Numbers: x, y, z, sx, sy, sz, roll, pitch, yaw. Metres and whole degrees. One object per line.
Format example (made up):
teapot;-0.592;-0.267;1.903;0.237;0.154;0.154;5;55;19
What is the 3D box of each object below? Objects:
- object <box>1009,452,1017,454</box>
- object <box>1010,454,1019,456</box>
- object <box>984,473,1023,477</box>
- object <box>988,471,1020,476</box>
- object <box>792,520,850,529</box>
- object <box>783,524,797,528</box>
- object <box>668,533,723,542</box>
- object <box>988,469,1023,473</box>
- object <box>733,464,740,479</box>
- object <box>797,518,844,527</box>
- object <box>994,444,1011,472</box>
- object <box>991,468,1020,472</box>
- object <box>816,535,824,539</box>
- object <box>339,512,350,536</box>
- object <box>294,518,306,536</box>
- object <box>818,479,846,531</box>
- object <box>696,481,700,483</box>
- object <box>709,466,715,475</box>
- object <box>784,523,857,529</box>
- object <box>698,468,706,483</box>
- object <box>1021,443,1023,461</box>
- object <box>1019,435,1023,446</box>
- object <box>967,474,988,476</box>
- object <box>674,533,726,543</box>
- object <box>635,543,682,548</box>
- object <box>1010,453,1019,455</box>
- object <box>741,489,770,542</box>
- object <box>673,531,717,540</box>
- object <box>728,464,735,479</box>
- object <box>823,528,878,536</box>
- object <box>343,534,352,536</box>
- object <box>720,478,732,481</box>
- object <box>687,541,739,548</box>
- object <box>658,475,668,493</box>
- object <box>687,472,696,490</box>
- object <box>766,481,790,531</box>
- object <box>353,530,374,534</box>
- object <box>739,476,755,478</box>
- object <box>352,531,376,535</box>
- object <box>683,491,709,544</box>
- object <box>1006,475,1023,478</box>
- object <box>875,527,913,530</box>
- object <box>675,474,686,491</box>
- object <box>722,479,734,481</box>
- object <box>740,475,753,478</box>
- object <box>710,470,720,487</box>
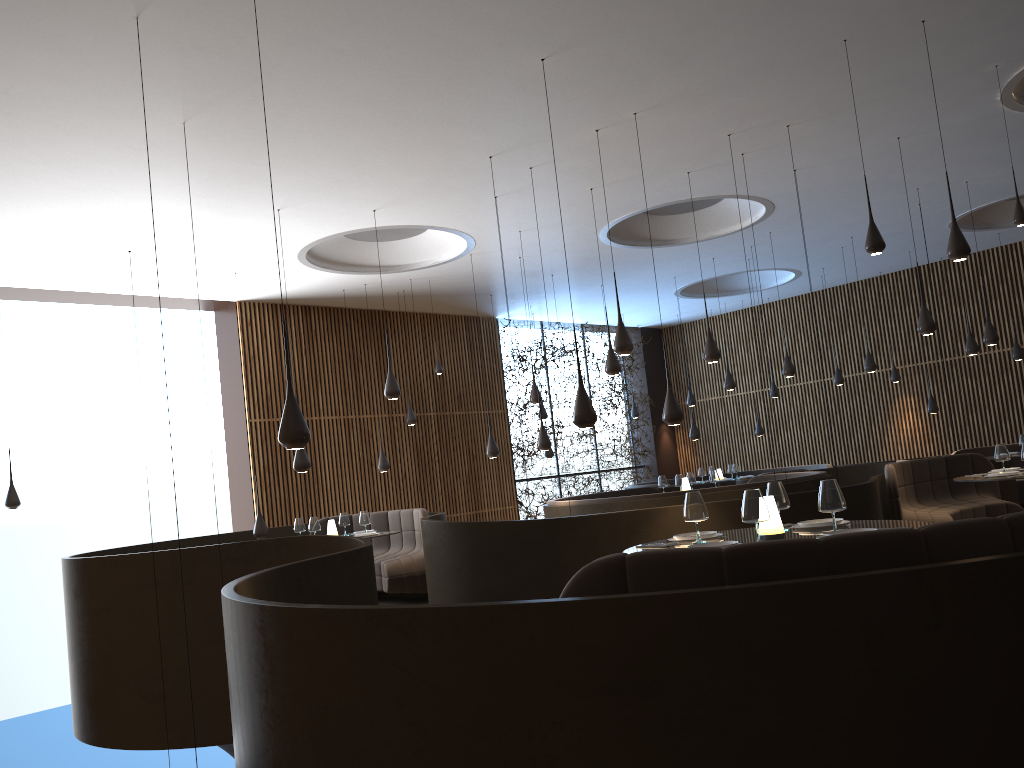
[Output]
object;7.759;1.091;13.867;0.263;0.029;0.264;-2;-8;-38
object;7.624;1.094;13.596;0.262;0.017;0.126;-9;-7;23
object;4.629;0.859;8.342;0.331;0.014;0.333;-1;-8;-43
object;4.628;0.849;8.342;0.263;0.029;0.264;-1;-8;-40
object;1.846;0.843;5.300;0.331;0.014;0.332;0;-8;-44
object;1.694;0.895;5.557;0.262;0.017;0.127;-2;-7;-35
object;1.111;0.932;5.370;0.331;0.014;0.333;-2;-7;-36
object;5.011;0.885;8.989;0.331;0.014;0.333;-5;-6;-10
object;4.451;1.728;17.581;0.142;0.295;0.142;-6;-5;-1
object;1.845;0.833;5.301;0.264;0.029;0.263;-11;-7;36
object;4.871;0.743;8.803;0.142;0.295;0.142;-2;-7;-45
object;5.010;0.876;8.990;0.263;0.029;0.264;-6;-6;-7
object;1.715;0.771;4.491;0.332;0.014;0.332;-6;-6;-5
object;-2.130;1.785;11.270;0.142;0.295;0.142;-7;-5;13
object;-2.612;1.800;10.915;0.142;0.295;0.142;-8;-5;18
object;1.710;0.659;4.734;0.142;0.295;0.142;-8;-5;15
object;3.561;1.937;17.411;0.263;0.029;0.264;-5;-6;-9
object;4.022;1.796;17.772;0.142;0.295;0.142;-2;-7;-44
object;1.850;0.843;5.297;0.204;0.012;0.412;-1;-8;-39
object;3.696;1.776;17.244;0.142;0.295;0.142;-10;-6;40
object;4.796;0.688;8.211;0.142;0.295;0.142;-7;-5;5
object;7.848;0.923;13.589;0.142;0.295;0.142;-9;-6;33
object;4.713;0.922;8.953;0.126;0.017;0.262;-5;-6;-10
object;1.114;0.933;5.373;0.410;0.012;0.205;-1;-8;-40
object;0.858;0.950;5.206;0.126;0.017;0.262;-2;-8;-36
object;7.760;1.101;13.866;0.332;0.014;0.332;-10;-7;33
object;1.261;0.693;4.586;0.142;0.295;0.142;-5;-5;-21
object;1.110;0.923;5.370;0.263;0.029;0.263;-8;-6;15
object;4.217;1.695;17.030;0.142;0.295;0.142;-10;-6;38
object;1.714;0.761;4.492;0.263;0.029;0.264;-4;-6;-21
object;-2.114;1.953;11.496;0.127;0.017;0.262;-11;-8;36
object;4.057;1.823;16.865;0.263;0.029;0.264;-1;-8;-39
object;1.049;0.849;4.623;0.264;0.029;0.263;-11;-8;36
object;2.176;1.466;12.768;0.142;0.295;0.142;-7;-5;12
object;2.618;1.435;12.935;0.142;0.295;0.142;-4;-5;-23
object;1.602;0.736;5.342;0.142;0.295;0.142;-11;-7;43
object;-1.888;1.890;11.303;0.263;0.029;0.263;-8;-6;11
object;4.602;1.828;17.383;0.332;0.014;0.332;-10;-7;30
object;-1.887;1.899;11.303;0.332;0.014;0.332;-11;-8;37
object;1.069;0.775;5.149;0.142;0.295;0.142;-9;-6;30
object;4.635;0.833;8.040;0.262;0.017;0.127;-6;-6;-5
object;1.957;0.771;4.672;0.126;0.017;0.262;-1;-8;-40
object;2.310;1.387;12.166;0.142;0.295;0.142;-7;-5;7
object;4.058;1.833;16.865;0.332;0.014;0.332;-10;-7;31
object;4.601;1.818;17.384;0.263;0.029;0.263;-10;-7;34
object;2.834;1.352;12.381;0.142;0.295;0.142;-8;-5;16
